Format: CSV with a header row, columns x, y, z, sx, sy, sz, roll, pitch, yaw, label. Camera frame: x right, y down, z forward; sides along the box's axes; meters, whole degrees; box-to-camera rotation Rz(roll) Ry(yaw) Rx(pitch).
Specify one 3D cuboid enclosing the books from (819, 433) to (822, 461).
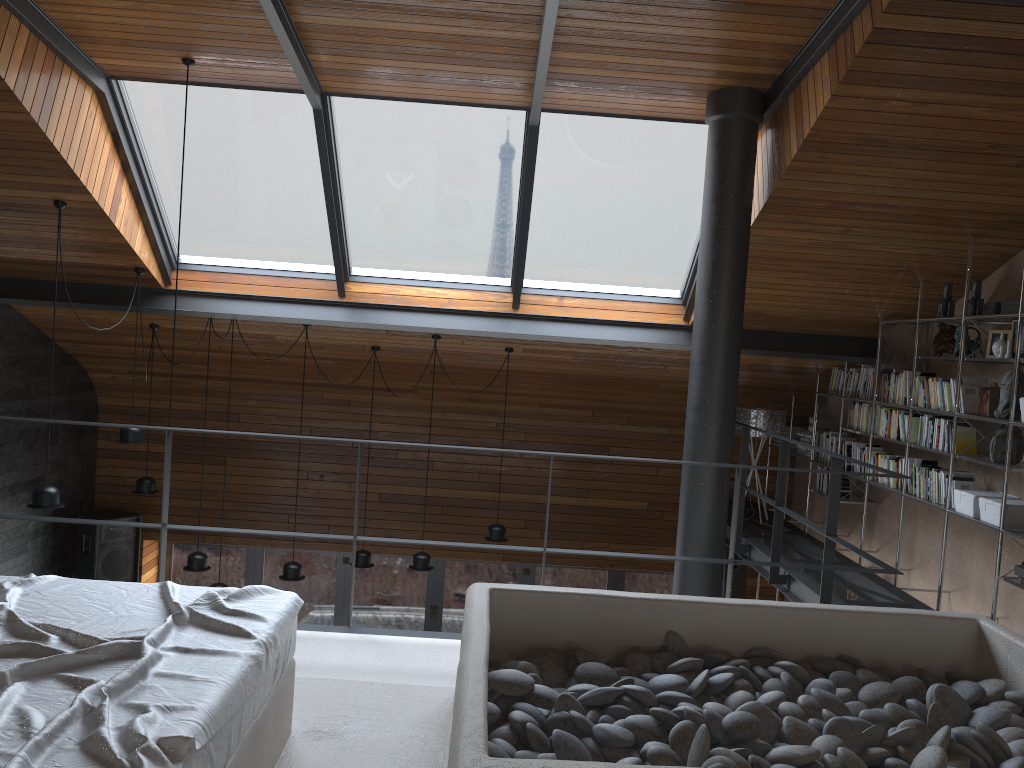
x,y,z,sx,sy,sz,roll,pitch,yaw,label
2.692,0.542,7.546,0.148,0.234,0.013,4,2,-2,books

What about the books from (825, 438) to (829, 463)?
x,y,z,sx,sy,sz,roll,pitch,yaw,label
2.700,0.560,7.414,0.146,0.210,0.018,4,2,-2,books

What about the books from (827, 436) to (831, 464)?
x,y,z,sx,sy,sz,roll,pitch,yaw,label
2.693,0.551,7.341,0.148,0.234,0.013,4,2,-2,books

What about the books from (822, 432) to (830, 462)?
x,y,z,sx,sy,sz,roll,pitch,yaw,label
2.724,0.535,7.505,0.191,0.255,0.012,4,2,-2,books

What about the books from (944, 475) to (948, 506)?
x,y,z,sx,sy,sz,roll,pitch,yaw,label
2.752,0.660,5.477,0.160,0.187,0.060,4,2,-2,books

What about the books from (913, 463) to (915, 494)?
x,y,z,sx,sy,sz,roll,pitch,yaw,label
2.728,0.632,5.869,0.149,0.205,0.049,4,2,-2,books

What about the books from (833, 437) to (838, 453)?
x,y,z,sx,sy,sz,roll,pitch,yaw,label
2.706,0.556,7.262,0.148,0.234,0.013,4,2,-2,books

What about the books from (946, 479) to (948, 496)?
x,y,z,sx,sy,sz,roll,pitch,yaw,label
2.734,0.670,5.452,0.130,0.167,0.046,4,2,-2,books

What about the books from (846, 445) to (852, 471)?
x,y,z,sx,sy,sz,roll,pitch,yaw,label
2.693,0.585,6.948,0.148,0.206,0.053,4,2,-2,books

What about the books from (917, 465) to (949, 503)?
x,y,z,sx,sy,sz,roll,pitch,yaw,label
2.731,0.642,5.703,0.136,0.210,0.273,4,3,-1,books

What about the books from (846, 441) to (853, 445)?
x,y,z,sx,sy,sz,roll,pitch,yaw,label
2.696,0.570,6.965,0.148,0.233,0.053,4,2,-2,books

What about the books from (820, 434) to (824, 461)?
x,y,z,sx,sy,sz,roll,pitch,yaw,label
2.710,0.545,7.519,0.169,0.232,0.018,4,2,-2,books

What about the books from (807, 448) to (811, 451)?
x,y,z,sx,sy,sz,roll,pitch,yaw,label
2.704,0.580,7.681,0.252,0.016,0.182,4,3,3,books

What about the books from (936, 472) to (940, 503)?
x,y,z,sx,sy,sz,roll,pitch,yaw,label
2.739,0.654,5.571,0.148,0.189,0.053,4,2,-2,books

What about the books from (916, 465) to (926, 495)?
x,y,z,sx,sy,sz,roll,pitch,yaw,label
2.729,0.635,5.830,0.137,0.201,0.047,4,2,-2,books

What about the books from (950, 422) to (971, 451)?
x,y,z,sx,sy,sz,roll,pitch,yaw,label
2.752,0.330,5.440,0.129,0.186,0.050,4,2,-2,books

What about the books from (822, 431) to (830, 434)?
x,y,z,sx,sy,sz,roll,pitch,yaw,label
2.730,0.533,7.558,0.207,0.255,0.010,4,2,-2,books

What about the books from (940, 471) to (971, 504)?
x,y,z,sx,sy,sz,roll,pitch,yaw,label
2.770,0.650,5.530,0.191,0.205,0.055,4,2,-2,books

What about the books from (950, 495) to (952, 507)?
x,y,z,sx,sy,sz,roll,pitch,yaw,label
2.747,0.670,5.438,0.146,0.171,0.054,4,2,-2,books

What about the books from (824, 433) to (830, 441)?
x,y,z,sx,sy,sz,roll,pitch,yaw,label
2.729,0.538,7.494,0.192,0.251,0.012,4,2,-2,books

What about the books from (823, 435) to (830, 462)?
x,y,z,sx,sy,sz,roll,pitch,yaw,label
2.706,0.549,7.452,0.160,0.231,0.021,4,2,-2,books

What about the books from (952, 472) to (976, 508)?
x,y,z,sx,sy,sz,roll,pitch,yaw,label
2.754,0.648,5.410,0.143,0.217,0.066,4,2,-2,books

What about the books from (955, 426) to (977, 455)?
x,y,z,sx,sy,sz,roll,pitch,yaw,label
2.763,0.344,5.409,0.129,0.165,0.056,4,2,-2,books

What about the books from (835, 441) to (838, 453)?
x,y,z,sx,sy,sz,roll,pitch,yaw,label
2.697,0.572,7.204,0.148,0.206,0.018,4,2,-2,books

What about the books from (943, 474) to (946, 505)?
x,y,z,sx,sy,sz,roll,pitch,yaw,label
2.752,0.658,5.506,0.148,0.189,0.053,4,2,-2,books

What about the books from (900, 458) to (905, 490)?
x,y,z,sx,sy,sz,roll,pitch,yaw,label
2.718,0.620,6.060,0.133,0.218,0.051,4,2,-2,books

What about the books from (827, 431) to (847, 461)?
x,y,z,sx,sy,sz,roll,pitch,yaw,label
2.707,0.533,7.384,0.143,0.268,0.020,4,2,-2,books

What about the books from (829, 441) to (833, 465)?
x,y,z,sx,sy,sz,roll,pitch,yaw,label
2.696,0.570,7.314,0.143,0.199,0.019,4,2,-2,books

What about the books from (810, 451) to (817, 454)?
x,y,z,sx,sy,sz,roll,pitch,yaw,label
2.710,0.594,7.681,0.217,0.013,0.161,4,3,-2,books

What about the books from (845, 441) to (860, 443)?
x,y,z,sx,sy,sz,roll,pitch,yaw,label
2.708,0.569,7.010,0.148,0.233,0.053,4,2,-2,books

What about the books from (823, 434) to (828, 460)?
x,y,z,sx,sy,sz,roll,pitch,yaw,label
2.705,0.546,7.481,0.148,0.234,0.013,4,2,-2,books

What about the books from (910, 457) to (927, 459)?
x,y,z,sx,sy,sz,roll,pitch,yaw,label
2.721,0.611,5.973,0.143,0.236,0.062,4,2,-2,books

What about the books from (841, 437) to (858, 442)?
x,y,z,sx,sy,sz,roll,pitch,yaw,label
2.694,0.556,7.108,0.131,0.247,0.018,4,2,-2,books

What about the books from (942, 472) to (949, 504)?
x,y,z,sx,sy,sz,roll,pitch,yaw,label
2.775,0.652,5.519,0.192,0.202,0.055,4,2,-2,books

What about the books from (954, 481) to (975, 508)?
x,y,z,sx,sy,sz,roll,pitch,yaw,label
2.748,0.674,5.383,0.130,0.166,0.046,4,2,-2,books

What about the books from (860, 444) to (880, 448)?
x,y,z,sx,sy,sz,roll,pitch,yaw,label
2.752,0.581,6.819,0.148,0.233,0.053,4,2,-2,books

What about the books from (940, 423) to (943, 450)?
x,y,z,sx,sy,sz,roll,pitch,yaw,label
2.772,0.335,5.573,0.148,0.167,0.014,4,2,-2,books

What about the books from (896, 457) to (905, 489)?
x,y,z,sx,sy,sz,roll,pitch,yaw,label
2.726,0.616,6.109,0.155,0.215,0.055,4,2,-2,books

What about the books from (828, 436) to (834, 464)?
x,y,z,sx,sy,sz,roll,pitch,yaw,label
2.698,0.552,7.328,0.148,0.234,0.013,4,2,-2,books

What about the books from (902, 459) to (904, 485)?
x,y,z,sx,sy,sz,roll,pitch,yaw,label
2.731,0.621,6.048,0.137,0.216,0.049,4,2,-2,books

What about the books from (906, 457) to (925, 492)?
x,y,z,sx,sy,sz,roll,pitch,yaw,label
2.704,0.613,5.942,0.148,0.233,0.053,4,2,-2,books

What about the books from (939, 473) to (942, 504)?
x,y,z,sx,sy,sz,roll,pitch,yaw,label
2.756,0.657,5.544,0.169,0.188,0.058,4,2,-2,books

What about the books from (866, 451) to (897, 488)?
x,y,z,sx,sy,sz,roll,pitch,yaw,label
2.693,0.609,6.354,0.139,0.211,0.467,4,3,-2,books

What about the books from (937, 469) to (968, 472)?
x,y,z,sx,sy,sz,roll,pitch,yaw,label
2.777,0.647,5.583,0.207,0.206,0.053,4,2,-1,books

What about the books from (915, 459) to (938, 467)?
x,y,z,sx,sy,sz,roll,pitch,yaw,label
2.737,0.619,5.859,0.148,0.233,0.053,4,2,-2,books

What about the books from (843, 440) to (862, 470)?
x,y,z,sx,sy,sz,roll,pitch,yaw,label
2.695,0.567,7.024,0.143,0.235,0.055,4,2,-2,books

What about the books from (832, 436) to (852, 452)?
x,y,z,sx,sy,sz,roll,pitch,yaw,label
2.709,0.551,7.293,0.146,0.240,0.023,4,2,-2,books

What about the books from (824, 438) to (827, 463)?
x,y,z,sx,sy,sz,roll,pitch,yaw,label
2.688,0.562,7.427,0.130,0.208,0.010,4,2,-2,books

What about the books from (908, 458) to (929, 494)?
x,y,z,sx,sy,sz,roll,pitch,yaw,label
2.706,0.615,5.893,0.148,0.233,0.053,4,2,-2,books

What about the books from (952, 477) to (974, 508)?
x,y,z,sx,sy,sz,roll,pitch,yaw,label
2.745,0.663,5.394,0.129,0.186,0.050,4,2,-2,books
